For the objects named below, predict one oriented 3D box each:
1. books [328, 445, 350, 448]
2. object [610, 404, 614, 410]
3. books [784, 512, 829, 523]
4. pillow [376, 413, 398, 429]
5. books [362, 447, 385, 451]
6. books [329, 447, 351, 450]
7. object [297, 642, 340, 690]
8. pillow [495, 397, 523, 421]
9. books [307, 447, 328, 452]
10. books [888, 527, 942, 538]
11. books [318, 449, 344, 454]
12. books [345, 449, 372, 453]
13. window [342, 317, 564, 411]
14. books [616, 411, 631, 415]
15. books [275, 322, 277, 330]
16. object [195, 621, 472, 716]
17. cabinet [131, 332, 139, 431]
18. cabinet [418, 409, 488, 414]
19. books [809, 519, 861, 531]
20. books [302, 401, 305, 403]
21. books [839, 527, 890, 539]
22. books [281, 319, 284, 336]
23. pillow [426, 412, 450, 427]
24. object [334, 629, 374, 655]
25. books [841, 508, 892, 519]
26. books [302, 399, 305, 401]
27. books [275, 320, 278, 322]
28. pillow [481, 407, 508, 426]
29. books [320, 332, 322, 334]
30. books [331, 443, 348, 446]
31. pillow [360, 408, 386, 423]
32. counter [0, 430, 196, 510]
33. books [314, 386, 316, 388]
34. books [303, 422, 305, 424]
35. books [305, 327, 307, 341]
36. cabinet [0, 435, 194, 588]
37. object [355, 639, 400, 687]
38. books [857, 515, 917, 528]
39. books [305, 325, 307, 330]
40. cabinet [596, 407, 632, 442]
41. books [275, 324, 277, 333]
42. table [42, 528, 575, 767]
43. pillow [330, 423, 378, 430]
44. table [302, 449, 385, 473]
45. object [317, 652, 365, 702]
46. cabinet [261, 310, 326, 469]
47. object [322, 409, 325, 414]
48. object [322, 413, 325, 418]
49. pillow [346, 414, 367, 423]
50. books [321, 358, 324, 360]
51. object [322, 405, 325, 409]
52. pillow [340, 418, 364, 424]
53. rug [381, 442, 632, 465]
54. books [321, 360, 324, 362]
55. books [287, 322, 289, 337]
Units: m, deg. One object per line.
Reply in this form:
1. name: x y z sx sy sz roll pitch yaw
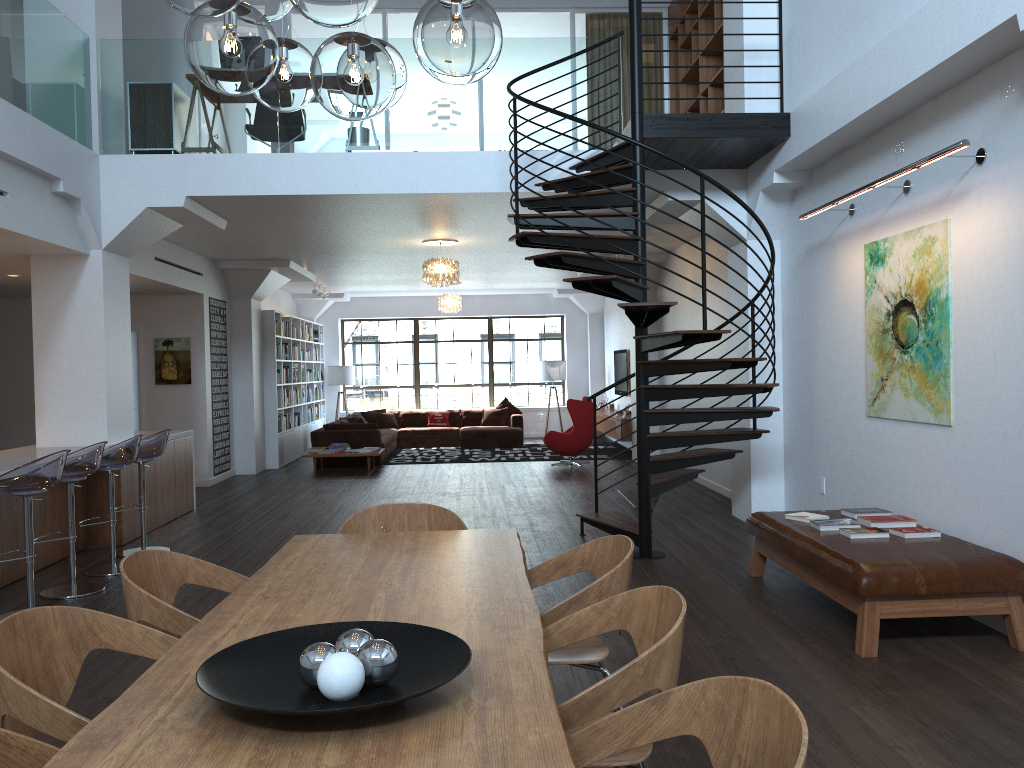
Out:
1. books: -2.611 0.945 13.415 0.279 0.035 0.191 -1 1 7
2. object: 1.883 0.434 16.688 0.089 0.110 0.089 0 1 42
3. books: 1.873 0.846 5.637 0.161 0.031 0.223 -2 1 -25
4. pillow: -2.439 0.707 17.143 0.489 0.337 0.238 -2 1 -33
5. books: -2.116 0.971 13.368 0.256 0.035 0.350 -1 1 23
6. books: -2.605 0.981 13.412 0.312 0.037 0.216 -1 1 -13
7. object: -0.421 0.619 1.949 0.100 0.100 0.100 0 1 42
8. pillow: -0.155 0.551 17.437 0.651 0.587 0.335 -2 1 -24
9. books: -2.920 0.985 13.337 0.241 0.045 0.334 -1 1 -1
10. books: 2.291 0.844 5.046 0.224 0.036 0.161 -1 1 -9
11. books: -2.656 0.990 13.007 0.236 0.035 0.340 -1 1 22
12. books: -2.254 0.980 13.017 0.342 0.040 0.231 0 1 37
13. window: -1.226 -0.429 18.765 4.648 1.905 0.114 -1 1 -3
14. books: 1.929 0.493 15.151 0.250 0.053 0.400 -1 1 -3
15. books: -3.706 -0.850 13.560 0.182 0.215 0.188 -1 1 -3
16. object: -0.384 0.640 1.959 0.592 0.066 0.592 -2 1 -45
17. cabinet: -6.187 -0.138 12.869 0.527 2.991 2.630 -1 1 -3
18. cabinet: -1.170 0.842 18.244 1.520 0.625 0.350 -1 1 -3
19. books: 1.938 0.844 5.320 0.247 0.040 0.185 -1 1 0
20. books: -3.822 0.325 15.793 0.246 0.038 0.171 -1 1 -3
21. books: 2.008 0.849 5.059 0.224 0.032 0.161 -1 1 -3
22. books: -3.746 -0.898 14.206 0.176 0.293 0.125 -1 1 -3
23. pillow: -1.437 0.698 17.332 0.465 0.308 0.220 -1 1 -7
24. object: -0.357 0.611 2.026 0.100 0.100 0.100 0 1 42
25. books: 2.276 0.831 5.697 0.254 0.044 0.183 -1 1 -8
26. books: -3.825 0.287 15.795 0.251 0.037 0.160 -1 1 2
27. books: -3.724 -0.871 13.780 0.159 0.248 0.089 -1 1 -3
28. pillow: -0.351 0.641 17.264 0.542 0.362 0.248 -1 1 18
29. books: -3.911 -0.930 17.890 0.140 0.231 0.042 -1 1 -3
30. books: -2.607 0.913 13.413 0.224 0.027 0.157 -1 1 2
31. pillow: -2.635 0.692 17.230 0.580 0.418 0.334 -2 1 -30
32. counter: -2.780 0.980 5.701 3.039 0.860 8.182 -2 1 -32
33. books: -3.862 0.058 16.910 0.223 0.031 0.161 -1 1 -3
34. books: -3.848 0.695 15.768 0.284 0.035 0.197 -1 1 -3
35. books: -3.844 -0.909 16.208 0.171 0.246 0.057 -1 1 -3
36. cabinet: -3.771 0.996 7.280 0.898 0.796 4.493 -1 1 -3
37. object: -0.297 0.611 1.945 0.100 0.100 0.100 0 1 42
38. books: 2.272 0.834 5.377 0.283 0.043 0.197 -1 1 -3
39. books: -3.851 -0.933 16.290 0.176 0.290 0.053 -1 1 -3
40. cabinet: 1.807 0.678 15.988 0.459 0.350 4.501 -1 1 -3
41. books: -3.719 -0.849 13.651 0.167 0.210 0.162 -1 1 -3
42. table: -0.374 1.048 1.961 1.012 0.750 3.803 -1 1 -3
43. pillow: -2.451 0.782 13.923 0.750 0.364 0.289 -1 1 -4
44. table: -2.477 1.137 13.141 1.100 0.271 0.853 -1 1 -3
45. object: -0.360 0.616 1.866 0.100 0.100 0.100 0 1 42
46. cabinet: -3.912 0.051 15.700 0.461 2.414 4.500 -1 1 -3
47. object: -3.924 0.557 17.728 0.331 0.088 0.410 -1 1 -3
48. object: -3.922 0.645 17.730 0.331 0.088 0.410 -1 1 -3
49. pillow: -2.678 0.737 15.608 0.325 0.391 0.625 -1 1 14
50. books: -3.932 -0.492 17.711 0.284 0.033 0.197 -1 1 12
51. object: -3.933 0.470 17.726 0.316 0.088 0.410 -1 1 -3
52. pillow: -2.502 0.736 14.186 0.559 0.411 0.269 0 1 43
53. rug: -0.073 1.180 15.288 4.200 0.007 3.100 -1 1 -1
54. books: -3.931 -0.458 17.712 0.284 0.035 0.197 -1 1 27
55. books: -3.755 -0.886 14.562 0.182 0.255 0.077 -1 1 -3
